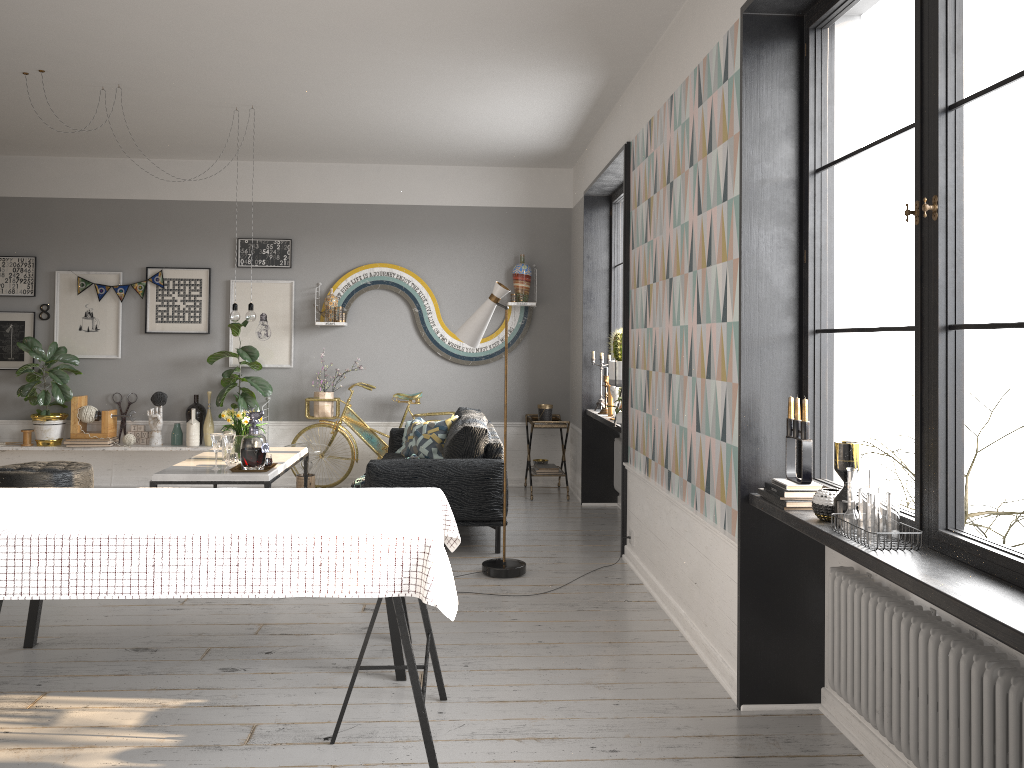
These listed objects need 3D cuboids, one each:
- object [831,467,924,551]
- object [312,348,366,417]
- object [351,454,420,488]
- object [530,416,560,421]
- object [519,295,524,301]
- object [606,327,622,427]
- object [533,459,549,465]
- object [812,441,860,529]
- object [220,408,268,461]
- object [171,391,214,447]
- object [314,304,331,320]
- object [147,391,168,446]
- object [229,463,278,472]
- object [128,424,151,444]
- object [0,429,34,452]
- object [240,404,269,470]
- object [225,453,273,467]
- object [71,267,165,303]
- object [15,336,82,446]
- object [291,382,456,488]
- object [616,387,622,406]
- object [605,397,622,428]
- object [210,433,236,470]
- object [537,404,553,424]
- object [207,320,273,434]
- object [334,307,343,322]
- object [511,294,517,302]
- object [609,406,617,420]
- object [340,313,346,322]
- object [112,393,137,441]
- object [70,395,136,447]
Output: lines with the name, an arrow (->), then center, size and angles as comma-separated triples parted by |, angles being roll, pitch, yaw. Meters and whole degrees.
object -> 1.024, 0.346, 2.495 | 0.153, 0.192, 0.268 | 1, 1, -4
object -> -1.585, -0.008, 7.985 | 0.488, 0.642, 0.253 | 1, -1, 14
object -> -0.835, 0.686, 6.060 | 0.490, 0.329, 0.667 | 0, 2, -9
object -> 0.301, 0.316, 8.062 | 0.246, 0.015, 0.318 | 0, 3, -4
object -> 0.085, -0.787, 8.100 | 0.050, 0.058, 0.050 | 1, 0, -14
object -> 0.746, -0.057, 5.937 | 0.228, 0.671, 0.235 | 1, -1, -33
object -> 0.261, 0.729, 8.053 | 0.145, 0.073, 0.146 | 0, 2, -18
object -> 0.998, 0.302, 2.742 | 0.115, 0.257, 0.194 | 1, 0, 6
object -> -1.882, 0.349, 6.188 | 0.325, 0.351, 0.352 | 1, 1, -1
object -> -2.866, 0.307, 7.945 | 0.285, 0.489, 0.332 | 1, 0, -43
object -> -1.717, -0.642, 8.001 | 0.197, 0.166, 0.060 | 1, 0, 30
object -> -3.181, 0.308, 7.940 | 0.155, 0.484, 0.136 | 1, -1, -4
object -> -1.665, 0.540, 5.712 | 0.246, 0.015, 0.318 | 0, 3, -4
object -> -3.345, 0.457, 8.020 | 0.265, 0.174, 0.078 | 1, -1, 2
object -> -4.615, 0.444, 7.833 | 0.784, 0.307, 0.329 | 1, 1, -3
object -> -1.647, 0.342, 5.653 | 0.156, 0.417, 0.148 | 0, -1, 16
object -> -1.732, 0.503, 5.826 | 0.279, 0.087, 0.246 | -1, 2, -26
object -> -3.595, -0.907, 8.072 | 0.914, 0.340, 0.057 | 0, -1, -4
object -> -4.090, 0.063, 7.810 | 0.510, 0.964, 0.545 | 1, 0, -18
object -> -1.190, 0.473, 8.023 | 1.625, 0.971, 0.426 | 0, -1, -12
object -> 0.829, 0.124, 6.234 | 0.213, 0.283, 0.234 | 1, 0, -30
object -> 0.729, 0.184, 5.758 | 0.246, 0.204, 0.171 | 1, 0, -1
object -> -1.861, 0.435, 5.689 | 0.167, 0.227, 0.082 | 1, -1, 8
object -> 0.286, 0.262, 7.707 | 0.141, 0.160, 0.138 | 1, 1, 34
object -> -2.439, -0.019, 7.945 | 0.567, 1.151, 0.415 | 0, -1, 36
object -> -1.572, -0.630, 8.024 | 0.086, 0.140, 0.086 | 1, 0, -11
object -> 0.015, -0.789, 8.130 | 0.060, 0.079, 0.060 | 1, 0, -15
object -> 0.763, 0.210, 6.374 | 0.123, 0.099, 0.123 | 1, 1, 19
object -> -1.553, -0.606, 8.103 | 0.062, 0.082, 0.062 | 1, 0, -28
object -> -3.525, 0.311, 8.048 | 0.221, 0.464, 0.019 | 1, -1, -4
object -> -3.622, 0.330, 7.895 | 0.545, 0.440, 0.238 | 1, 0, -4
